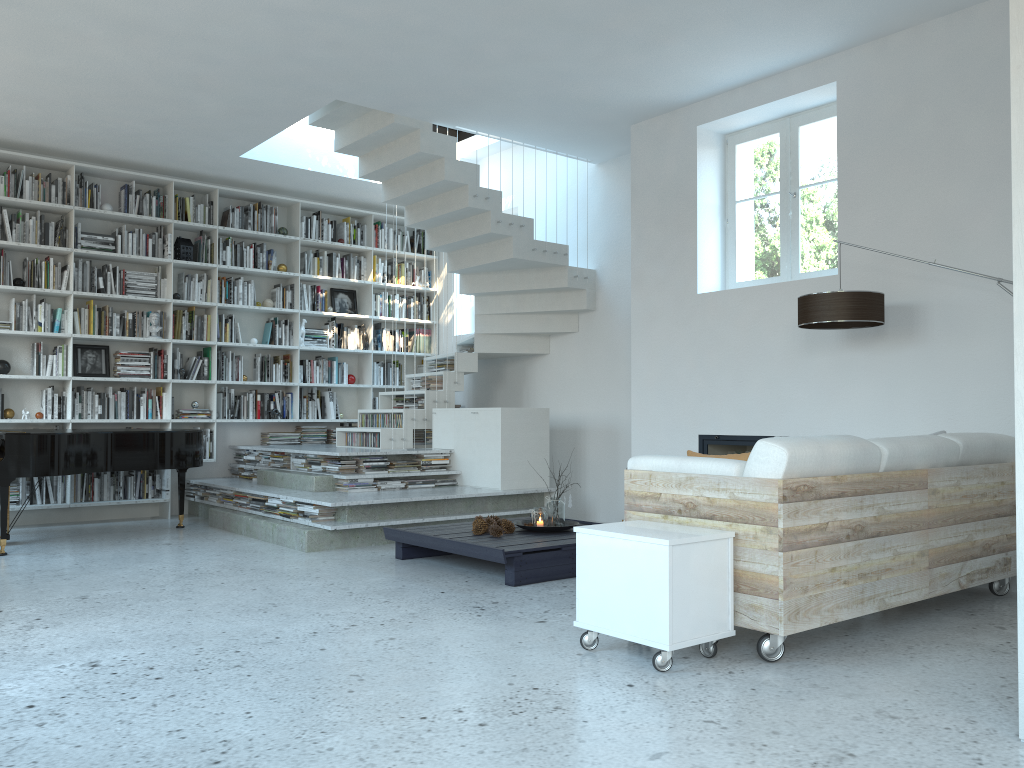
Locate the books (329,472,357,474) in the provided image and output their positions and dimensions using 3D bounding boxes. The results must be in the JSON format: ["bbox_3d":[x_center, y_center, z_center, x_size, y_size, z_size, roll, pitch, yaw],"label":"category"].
[{"bbox_3d":[-1.390,0.721,7.247,0.144,0.009,0.249,2,-3,-39],"label":"books"}]

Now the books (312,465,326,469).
[{"bbox_3d":[-1.572,0.694,7.457,0.155,0.028,0.189,2,-3,-38],"label":"books"}]

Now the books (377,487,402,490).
[{"bbox_3d":[-1.031,0.853,7.258,0.208,0.015,0.152,2,-3,-41],"label":"books"}]

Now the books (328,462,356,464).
[{"bbox_3d":[-1.393,0.641,7.247,0.132,0.009,0.269,2,-3,-35],"label":"books"}]

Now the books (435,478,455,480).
[{"bbox_3d":[-0.609,0.818,7.613,0.215,0.007,0.130,2,-3,-37],"label":"books"}]

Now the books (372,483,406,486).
[{"bbox_3d":[-1.029,0.821,7.256,0.272,0.012,0.158,2,-3,-41],"label":"books"}]

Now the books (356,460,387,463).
[{"bbox_3d":[-1.168,0.634,7.308,0.221,0.018,0.154,2,-3,-38],"label":"books"}]

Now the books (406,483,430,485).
[{"bbox_3d":[-0.815,0.832,7.444,0.273,0.009,0.129,2,-3,-36],"label":"books"}]

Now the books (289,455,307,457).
[{"bbox_3d":[-1.783,0.622,7.681,0.192,0.014,0.256,2,-3,-43],"label":"books"}]

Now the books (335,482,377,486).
[{"bbox_3d":[-1.248,0.793,7.076,0.292,0.012,0.159,2,-3,-36],"label":"books"}]

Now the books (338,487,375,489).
[{"bbox_3d":[-1.250,0.827,7.077,0.264,0.006,0.164,2,-3,-38],"label":"books"}]

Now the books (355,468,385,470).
[{"bbox_3d":[-1.172,0.698,7.311,0.207,0.012,0.131,2,-3,-43],"label":"books"}]

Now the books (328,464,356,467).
[{"bbox_3d":[-1.389,0.662,7.249,0.137,0.012,0.242,2,-3,-38],"label":"books"}]

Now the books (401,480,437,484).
[{"bbox_3d":[-0.799,0.818,7.424,0.287,0.018,0.190,2,-3,-40],"label":"books"}]

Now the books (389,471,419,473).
[{"bbox_3d":[-0.941,0.734,7.468,0.291,0.007,0.174,2,-3,-36],"label":"books"}]

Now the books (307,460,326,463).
[{"bbox_3d":[-1.583,0.648,7.449,0.187,0.009,0.250,2,-3,-39],"label":"books"}]

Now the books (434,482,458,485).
[{"bbox_3d":[-0.604,0.851,7.605,0.234,0.017,0.151,2,-3,-38],"label":"books"}]

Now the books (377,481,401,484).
[{"bbox_3d":[-1.036,0.806,7.265,0.211,0.018,0.134,2,-3,-36],"label":"books"}]

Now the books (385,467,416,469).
[{"bbox_3d":[-0.943,0.704,7.473,0.214,0.015,0.177,2,-3,-38],"label":"books"}]

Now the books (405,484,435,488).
[{"bbox_3d":[-0.800,0.850,7.425,0.250,0.018,0.177,2,-3,-36],"label":"books"}]

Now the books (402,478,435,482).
[{"bbox_3d":[-0.810,0.805,7.427,0.275,0.009,0.176,2,-3,-39],"label":"books"}]

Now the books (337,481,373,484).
[{"bbox_3d":[-1.256,0.782,7.086,0.257,0.010,0.132,2,-3,-35],"label":"books"}]

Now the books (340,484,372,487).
[{"bbox_3d":[-1.245,0.805,7.073,0.210,0.012,0.168,2,-3,-35],"label":"books"}]

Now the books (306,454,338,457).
[{"bbox_3d":[-1.592,0.599,7.443,0.189,0.022,0.237,2,-3,-34],"label":"books"}]

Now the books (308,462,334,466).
[{"bbox_3d":[-1.580,0.666,7.451,0.177,0.026,0.230,2,-3,-39],"label":"books"}]

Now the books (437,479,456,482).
[{"bbox_3d":[-0.610,0.828,7.613,0.229,0.014,0.133,2,-3,-40],"label":"books"}]

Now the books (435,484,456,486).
[{"bbox_3d":[-0.602,0.864,7.603,0.179,0.010,0.160,2,-3,-39],"label":"books"}]

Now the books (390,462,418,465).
[{"bbox_3d":[-0.944,0.665,7.475,0.246,0.013,0.172,2,-3,-40],"label":"books"}]

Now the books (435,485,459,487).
[{"bbox_3d":[-0.600,0.872,7.599,0.261,0.006,0.151,2,-3,-43],"label":"books"}]

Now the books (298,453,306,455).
[{"bbox_3d":[-1.760,0.609,7.700,0.134,0.014,0.181,2,-3,-34],"label":"books"}]

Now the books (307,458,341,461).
[{"bbox_3d":[-1.582,0.632,7.451,0.168,0.013,0.281,2,-3,-42],"label":"books"}]

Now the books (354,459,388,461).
[{"bbox_3d":[-1.163,0.620,7.301,0.228,0.009,0.159,2,-3,-43],"label":"books"}]

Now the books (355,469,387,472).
[{"bbox_3d":[-1.169,0.710,7.306,0.227,0.013,0.148,2,-3,-41],"label":"books"}]

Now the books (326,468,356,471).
[{"bbox_3d":[-1.398,0.695,7.241,0.152,0.015,0.208,2,-3,-42],"label":"books"}]

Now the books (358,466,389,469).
[{"bbox_3d":[-1.157,0.685,7.293,0.215,0.013,0.189,2,-3,-40],"label":"books"}]

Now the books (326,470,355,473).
[{"bbox_3d":[-1.403,0.709,7.237,0.161,0.014,0.212,2,-3,-35],"label":"books"}]

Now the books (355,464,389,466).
[{"bbox_3d":[-1.166,0.663,7.304,0.260,0.009,0.153,2,-3,-36],"label":"books"}]

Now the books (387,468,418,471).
[{"bbox_3d":[-0.953,0.719,7.485,0.293,0.014,0.134,2,-3,-42],"label":"books"}]

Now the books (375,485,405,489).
[{"bbox_3d":[-1.022,0.836,7.247,0.232,0.019,0.169,2,-3,-44],"label":"books"}]

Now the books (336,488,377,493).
[{"bbox_3d":[-1.237,0.841,7.061,0.262,0.023,0.200,2,-3,-41],"label":"books"}]

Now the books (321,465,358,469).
[{"bbox_3d":[-1.408,0.675,7.233,0.184,0.014,0.297,2,-3,-40],"label":"books"}]

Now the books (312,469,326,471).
[{"bbox_3d":[-1.574,0.725,7.455,0.142,0.020,0.231,2,-3,-34],"label":"books"}]

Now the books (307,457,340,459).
[{"bbox_3d":[-1.581,0.622,7.452,0.171,0.007,0.260,2,-3,-41],"label":"books"}]

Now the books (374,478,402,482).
[{"bbox_3d":[-1.033,0.785,7.263,0.220,0.013,0.149,2,-3,-40],"label":"books"}]

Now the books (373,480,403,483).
[{"bbox_3d":[-1.032,0.794,7.261,0.242,0.005,0.152,2,-3,-38],"label":"books"}]

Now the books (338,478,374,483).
[{"bbox_3d":[-1.247,0.764,7.076,0.234,0.025,0.157,2,-3,-44],"label":"books"}]

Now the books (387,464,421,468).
[{"bbox_3d":[-0.934,0.689,7.461,0.273,0.014,0.187,2,-3,-44],"label":"books"}]

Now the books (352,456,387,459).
[{"bbox_3d":[-1.176,0.609,7.318,0.261,0.016,0.128,2,-3,-40],"label":"books"}]

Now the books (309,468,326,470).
[{"bbox_3d":[-1.577,0.711,7.453,0.154,0.007,0.292,2,-3,-36],"label":"books"}]

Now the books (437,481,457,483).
[{"bbox_3d":[-0.606,0.839,7.608,0.225,0.007,0.133,2,-3,-35],"label":"books"}]

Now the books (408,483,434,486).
[{"bbox_3d":[-0.804,0.838,7.430,0.254,0.005,0.161,2,-3,-43],"label":"books"}]

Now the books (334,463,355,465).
[{"bbox_3d":[-1.372,0.652,7.263,0.091,0.011,0.190,2,-3,-41],"label":"books"}]

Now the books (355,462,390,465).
[{"bbox_3d":[-1.152,0.650,7.287,0.230,0.015,0.190,2,-3,-34],"label":"books"}]

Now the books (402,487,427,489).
[{"bbox_3d":[-0.813,0.864,7.441,0.249,0.009,0.144,2,-3,-40],"label":"books"}]

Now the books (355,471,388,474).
[{"bbox_3d":[-1.160,0.723,7.295,0.216,0.015,0.177,2,-3,-41],"label":"books"}]

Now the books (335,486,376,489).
[{"bbox_3d":[-1.250,0.820,7.077,0.285,0.008,0.159,2,-3,-41],"label":"books"}]

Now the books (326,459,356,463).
[{"bbox_3d":[-1.395,0.630,7.245,0.149,0.014,0.228,2,-3,-41],"label":"books"}]

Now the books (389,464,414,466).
[{"bbox_3d":[-0.948,0.677,7.479,0.179,0.010,0.160,2,-3,-37],"label":"books"}]

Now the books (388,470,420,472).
[{"bbox_3d":[-0.940,0.728,7.468,0.287,0.005,0.165,2,-3,-34],"label":"books"}]

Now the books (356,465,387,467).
[{"bbox_3d":[-1.164,0.673,7.301,0.210,0.012,0.168,2,-3,-38],"label":"books"}]
